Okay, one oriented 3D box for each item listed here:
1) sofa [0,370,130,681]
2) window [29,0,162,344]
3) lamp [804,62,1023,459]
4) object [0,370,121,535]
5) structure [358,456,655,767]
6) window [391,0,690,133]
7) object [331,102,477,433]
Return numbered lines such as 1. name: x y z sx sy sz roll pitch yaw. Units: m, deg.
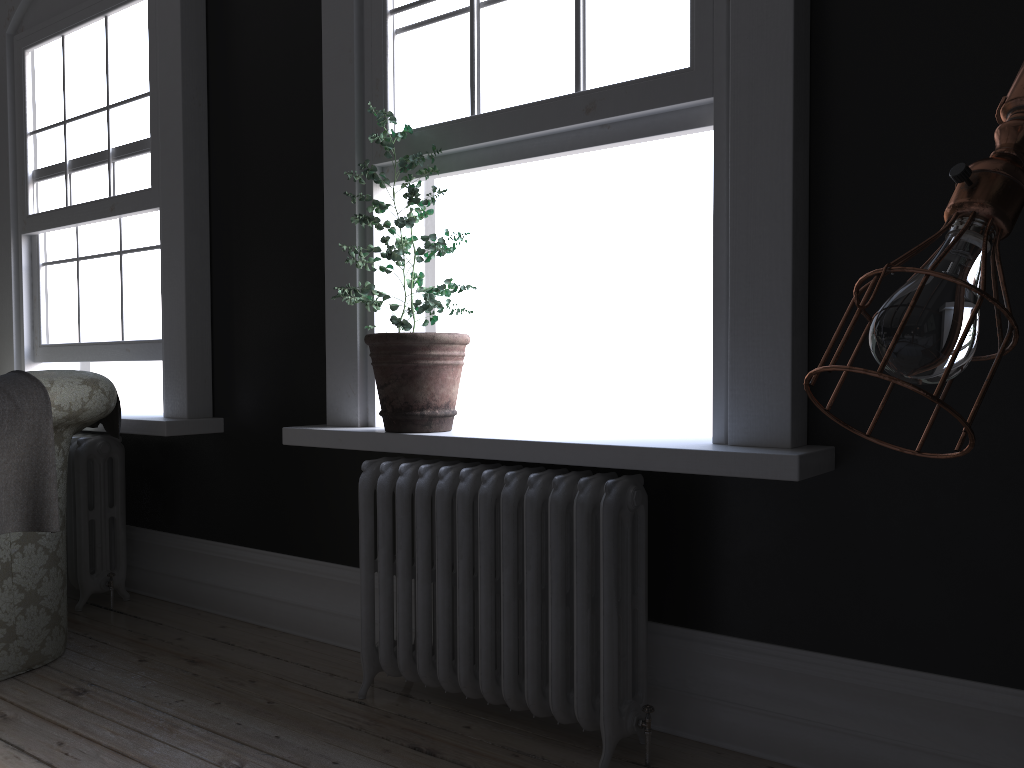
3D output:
1. sofa: -2.725 0.521 3.994 2.812 1.161 1.605 1 2 37
2. window: -2.175 -1.029 4.609 1.262 1.673 0.056 1 2 36
3. lamp: 1.122 0.209 1.246 1.718 1.780 0.437 -1 2 -15
4. object: -1.892 0.238 3.494 0.517 0.585 1.366 0 1 -4
5. structure: -0.057 0.683 2.847 1.141 0.849 0.276 1 2 36
6. window: 0.054 -1.340 2.950 1.263 1.017 0.056 1 2 36
7. object: -0.375 -0.399 3.119 0.505 1.134 0.474 -1 2 -14
